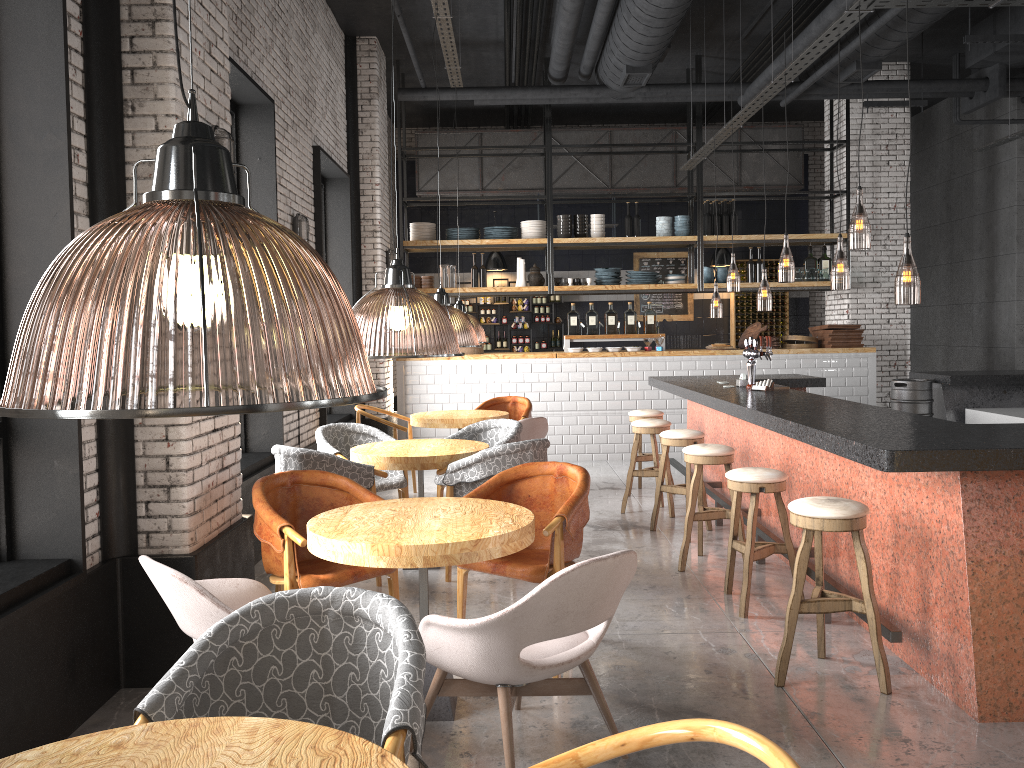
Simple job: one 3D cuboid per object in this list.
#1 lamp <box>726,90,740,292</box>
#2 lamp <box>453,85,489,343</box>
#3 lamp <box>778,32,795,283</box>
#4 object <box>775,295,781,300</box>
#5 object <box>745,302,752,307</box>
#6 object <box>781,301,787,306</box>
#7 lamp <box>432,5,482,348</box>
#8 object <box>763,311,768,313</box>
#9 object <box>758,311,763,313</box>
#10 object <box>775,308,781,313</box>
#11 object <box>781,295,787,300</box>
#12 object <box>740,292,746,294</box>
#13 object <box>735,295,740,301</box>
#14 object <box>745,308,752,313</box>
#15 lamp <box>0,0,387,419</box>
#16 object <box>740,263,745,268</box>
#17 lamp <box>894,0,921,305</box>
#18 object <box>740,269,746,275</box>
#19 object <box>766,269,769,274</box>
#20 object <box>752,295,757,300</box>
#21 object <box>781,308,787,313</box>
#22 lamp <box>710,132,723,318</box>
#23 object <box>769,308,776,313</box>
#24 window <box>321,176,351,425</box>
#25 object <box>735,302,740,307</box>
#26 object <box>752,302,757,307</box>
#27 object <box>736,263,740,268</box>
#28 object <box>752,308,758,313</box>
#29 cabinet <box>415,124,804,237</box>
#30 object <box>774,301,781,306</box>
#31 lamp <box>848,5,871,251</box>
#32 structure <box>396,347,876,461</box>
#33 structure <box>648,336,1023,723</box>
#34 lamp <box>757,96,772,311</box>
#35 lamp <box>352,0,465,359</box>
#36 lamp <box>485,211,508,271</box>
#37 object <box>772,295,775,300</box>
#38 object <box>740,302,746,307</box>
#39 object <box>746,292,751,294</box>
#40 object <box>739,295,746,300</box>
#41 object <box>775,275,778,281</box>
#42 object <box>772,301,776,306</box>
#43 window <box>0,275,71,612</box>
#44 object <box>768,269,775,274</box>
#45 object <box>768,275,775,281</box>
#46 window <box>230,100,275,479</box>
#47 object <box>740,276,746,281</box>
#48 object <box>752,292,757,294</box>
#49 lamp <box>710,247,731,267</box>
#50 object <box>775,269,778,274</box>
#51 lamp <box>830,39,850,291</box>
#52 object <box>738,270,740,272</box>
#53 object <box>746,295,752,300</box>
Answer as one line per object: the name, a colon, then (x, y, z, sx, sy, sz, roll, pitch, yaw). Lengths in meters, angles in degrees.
lamp: (1.756, -1.533, 7.059, 0.108, 1.598, 0.108, 0, 3, 32)
lamp: (-0.508, -1.584, 8.293, 0.536, 2.404, 0.537, 1, 3, 42)
lamp: (1.762, -1.455, 5.709, 0.108, 1.598, 0.108, 0, 3, 32)
object: (4.309, -1.407, 14.391, 0.079, 0.079, 0.284, -1, 3, 0)
object: (3.839, -1.292, 14.358, 0.079, 0.079, 0.284, -1, 3, 0)
object: (4.406, -1.304, 14.400, 0.079, 0.079, 0.284, -1, 3, 0)
lamp: (-0.497, -1.450, 5.977, 0.536, 2.404, 0.537, 1, 3, 42)
object: (4.124, -1.194, 14.398, 0.079, 0.079, 0.284, -1, 3, 0)
object: (4.030, -1.190, 14.363, 0.079, 0.079, 0.284, -1, 3, 0)
object: (4.313, -1.197, 14.399, 0.079, 0.079, 0.284, -1, 3, 0)
object: (4.404, -1.408, 14.376, 0.079, 0.079, 0.284, -1, 3, 0)
object: (3.741, -1.500, 14.350, 0.079, 0.079, 0.284, -1, 3, 0)
object: (3.649, -1.394, 14.364, 0.079, 0.079, 0.284, -1, 3, 0)
object: (3.841, -1.189, 14.397, 0.079, 0.079, 0.284, -1, 3, 0)
lamp: (-0.474, -1.176, 1.244, 0.536, 2.404, 0.537, 1, 3, 42)
object: (3.734, -1.922, 14.369, 0.079, 0.079, 0.284, -1, 3, 0)
lamp: (1.774, -1.156, 3.981, 0.108, 1.598, 0.108, 0, 3, 32)
object: (3.736, -1.815, 14.334, 0.079, 0.079, 0.284, -1, 3, 0)
object: (4.113, -1.824, 14.375, 0.079, 0.079, 0.284, -1, 3, 0)
object: (3.932, -1.401, 14.394, 0.079, 0.079, 0.284, -1, 3, 0)
object: (4.408, -1.198, 14.384, 0.079, 0.079, 0.284, -1, 3, 0)
lamp: (1.757, -1.368, 7.656, 0.108, 1.598, 0.108, 0, 3, 32)
object: (4.219, -1.193, 14.360, 0.079, 0.079, 0.284, -1, 3, 0)
window: (-2.010, -0.904, 9.154, 0.365, 2.695, 1.536, -1, 2, 0)
object: (3.651, -1.291, 14.392, 0.079, 0.079, 0.284, -1, 3, 0)
object: (3.934, -1.295, 14.378, 0.079, 0.079, 0.284, -1, 3, 0)
object: (3.640, -1.918, 14.334, 0.079, 0.079, 0.284, -1, 3, 0)
object: (3.936, -1.188, 14.358, 0.079, 0.079, 0.284, -1, 3, 0)
cabinet: (1.481, -2.998, 13.714, 5.863, 1.767, 0.682, -1, 2, 0)
object: (4.311, -1.301, 14.379, 0.079, 0.079, 0.284, -1, 3, 0)
lamp: (1.767, -1.485, 4.509, 0.108, 1.598, 0.108, 0, 3, 32)
structure: (1.510, 0.240, 11.473, 5.800, 1.345, 1.512, -1, 3, 0)
structure: (3.597, 0.397, 6.382, 4.310, 1.532, 5.882, -1, 3, 0)
lamp: (1.821, -1.327, 6.414, 0.108, 1.598, 0.108, -2, 2, -18)
lamp: (-0.485, -1.313, 3.611, 0.536, 2.404, 0.537, 1, 3, 42)
lamp: (-0.269, -2.312, 14.311, 0.390, 0.936, 0.391, -1, 2, 2)
object: (4.215, -1.405, 14.375, 0.079, 0.079, 0.284, -1, 3, 0)
object: (3.745, -1.291, 14.377, 0.079, 0.079, 0.284, -1, 3, 0)
object: (3.836, -1.504, 14.385, 0.079, 0.079, 0.284, -1, 3, 0)
object: (3.743, -1.395, 14.350, 0.079, 0.079, 0.284, -1, 3, 0)
object: (4.304, -1.721, 14.364, 0.079, 0.079, 0.284, -1, 3, 0)
object: (4.217, -1.299, 14.360, 0.079, 0.079, 0.284, -1, 3, 0)
window: (-1.979, -0.533, 2.756, 0.365, 2.695, 1.536, -1, 2, 0)
object: (4.208, -1.825, 14.359, 0.079, 0.079, 0.284, -1, 3, 0)
object: (4.210, -1.720, 14.379, 0.079, 0.079, 0.284, -1, 3, 0)
window: (-1.994, -0.718, 5.954, 0.365, 2.695, 1.536, -1, 2, 0)
object: (3.738, -1.711, 14.361, 0.079, 0.079, 0.284, -1, 3, 0)
object: (3.930, -1.505, 14.370, 0.079, 0.079, 0.284, -1, 3, 0)
lamp: (3.377, -2.375, 14.293, 0.390, 0.936, 0.391, -1, 2, 2)
object: (4.302, -1.826, 14.351, 0.079, 0.079, 0.284, -1, 3, 0)
lamp: (1.884, -1.271, 5.095, 0.108, 1.460, 0.108, -2, 2, -28)
object: (3.641, -1.815, 14.372, 0.079, 0.079, 0.284, -1, 3, 0)
object: (3.838, -1.398, 14.373, 0.079, 0.079, 0.284, -1, 3, 0)
